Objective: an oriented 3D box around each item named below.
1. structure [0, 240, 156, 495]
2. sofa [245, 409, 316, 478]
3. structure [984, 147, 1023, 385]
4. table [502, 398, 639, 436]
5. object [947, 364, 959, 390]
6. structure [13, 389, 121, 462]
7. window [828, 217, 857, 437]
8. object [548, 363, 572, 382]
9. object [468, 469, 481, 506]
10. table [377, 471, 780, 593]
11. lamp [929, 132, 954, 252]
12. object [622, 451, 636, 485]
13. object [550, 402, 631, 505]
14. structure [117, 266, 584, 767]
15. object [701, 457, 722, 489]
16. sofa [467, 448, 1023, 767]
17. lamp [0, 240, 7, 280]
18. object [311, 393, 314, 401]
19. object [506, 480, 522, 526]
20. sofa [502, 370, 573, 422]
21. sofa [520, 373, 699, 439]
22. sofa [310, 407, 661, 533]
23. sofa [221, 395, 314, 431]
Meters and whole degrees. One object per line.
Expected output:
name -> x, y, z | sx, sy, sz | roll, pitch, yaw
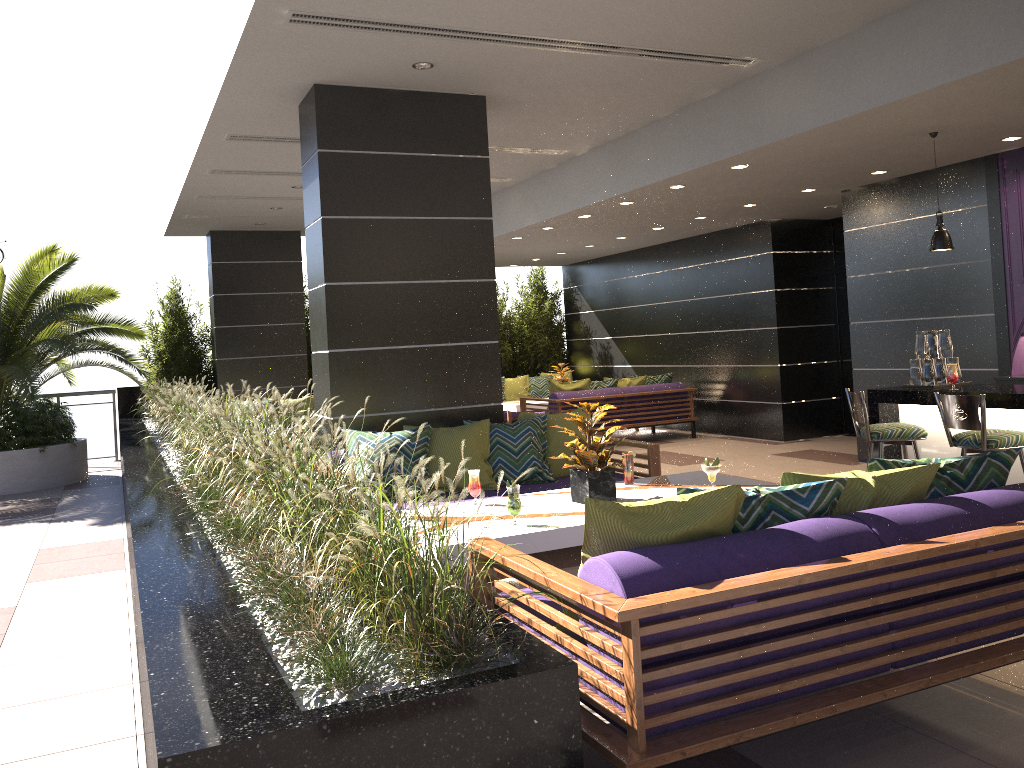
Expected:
structure -> -6.424, -0.380, 10.919 | 3.747, 3.306, 3.805 | -3, 1, 18
sofa -> -1.513, 0.623, 8.897 | 2.128, 0.920, 1.118 | -4, 1, -24
structure -> 5.078, -0.517, 5.397 | 0.531, 2.762, 4.624 | -3, 1, -24
table -> 0.803, 0.491, 13.064 | 2.039, 0.554, 0.940 | -4, 2, -24
object -> 3.100, -0.051, 6.222 | 0.068, 0.181, 0.069 | -4, -1, 38
structure -> -7.897, 1.186, 2.645 | 12.934, 1.059, 17.480 | -4, 3, -24
window -> 4.492, -0.708, 10.459 | 0.109, 2.764, 1.823 | -3, 0, -24
object -> 0.733, -0.044, 13.045 | 0.430, 0.527, 0.424 | -3, 0, -7
object -> -0.197, 0.549, 4.699 | 0.069, 0.181, 0.068 | -3, -1, -41
table -> 0.435, 0.887, 4.582 | 2.039, 0.554, 0.940 | -4, 2, -24
lamp -> 3.293, -1.396, 6.056 | 0.192, 0.865, 1.079 | -3, 1, -24
object -> 0.673, 0.480, 5.055 | 0.084, 0.190, 0.067 | -3, -1, 1
object -> 0.409, 0.348, 4.584 | 0.430, 0.527, 0.424 | -3, 0, -12
structure -> 2.446, -0.497, 4.166 | 7.827, 3.124, 24.696 | -4, 3, -24
object -> 1.039, 0.476, 4.601 | 0.105, 0.197, 0.106 | -3, 0, 4
sofa -> 1.027, 0.729, 3.266 | 2.128, 0.920, 1.118 | -4, 1, -24
lamp -> -7.531, -0.391, 12.192 | 1.123, 3.331, 0.263 | -3, -1, -24
object -> -2.080, 0.245, 10.093 | 0.430, 0.527, 0.424 | -3, 0, -7
object -> 0.010, 0.549, 4.108 | 0.069, 0.211, 0.068 | -3, -1, -41
sofa -> 0.241, 0.288, 14.251 | 2.128, 0.920, 1.118 | -4, 1, -24
sofa -> 1.296, 0.332, 11.912 | 2.128, 0.920, 1.118 | -4, 1, -24
sofa -> -0.184, 0.679, 5.951 | 2.128, 0.920, 1.118 | -4, 1, -24
sofa -> -2.569, 0.579, 11.236 | 2.128, 0.920, 1.118 | -4, 1, -24
